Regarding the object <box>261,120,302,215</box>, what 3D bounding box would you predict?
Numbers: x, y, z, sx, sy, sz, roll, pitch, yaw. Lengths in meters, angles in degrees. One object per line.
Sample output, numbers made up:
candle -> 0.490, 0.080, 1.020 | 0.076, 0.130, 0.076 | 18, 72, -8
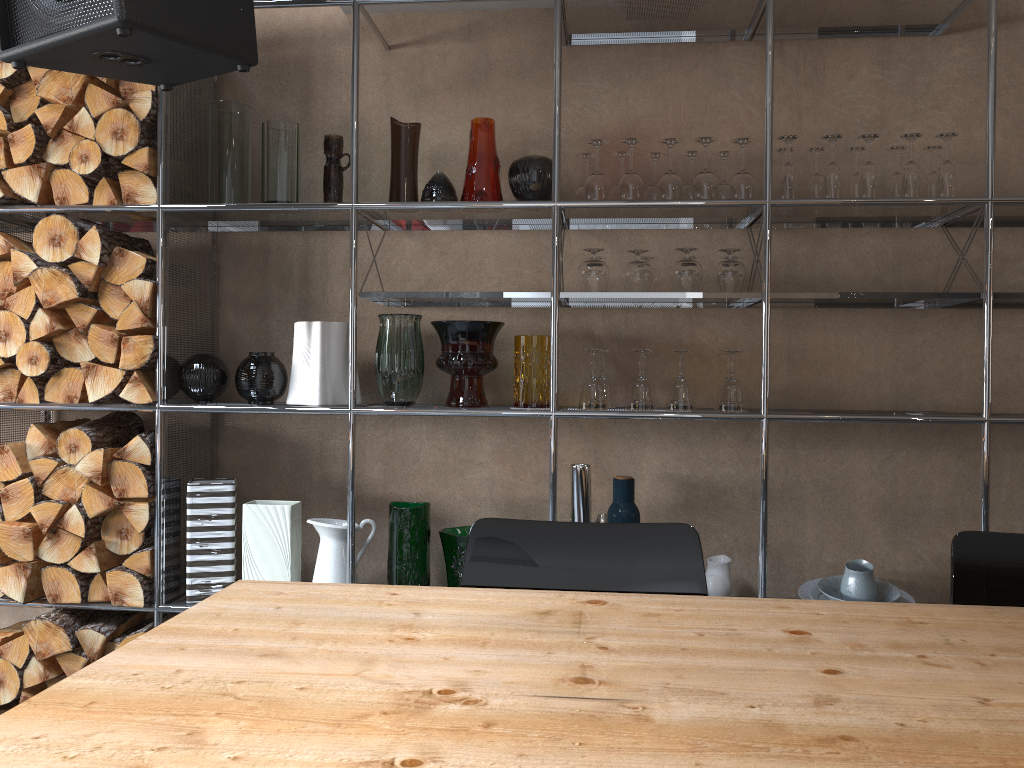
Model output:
object -> -0.677, -0.634, 2.610 | 0.112, 0.253, 0.113 | 1, 1, 6

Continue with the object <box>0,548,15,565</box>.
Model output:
object -> -1.509, 0.472, 2.718 | 0.110, 0.109, 0.321 | 1, 1, 6

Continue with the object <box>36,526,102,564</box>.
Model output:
object -> -1.295, 0.457, 2.679 | 0.147, 0.118, 0.288 | 1, 1, 2

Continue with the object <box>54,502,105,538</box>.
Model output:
object -> -1.240, 0.393, 2.688 | 0.101, 0.110, 0.331 | 1, 1, 8

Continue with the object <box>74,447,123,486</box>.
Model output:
object -> -1.180, 0.235, 2.676 | 0.098, 0.115, 0.362 | 1, 1, 5

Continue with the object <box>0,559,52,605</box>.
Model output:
object -> -1.405, 0.565, 2.702 | 0.154, 0.131, 0.362 | 1, 1, 6

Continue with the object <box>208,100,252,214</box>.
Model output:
object -> -0.836, -0.666, 2.629 | 0.122, 0.313, 0.122 | 1, 1, 26

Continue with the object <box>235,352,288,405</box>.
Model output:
object -> -0.738, -0.017, 2.614 | 0.151, 0.154, 0.151 | 1, 1, 9

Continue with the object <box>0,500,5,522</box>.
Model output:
object -> -1.494, 0.379, 2.713 | 0.107, 0.110, 0.331 | 1, 1, 4

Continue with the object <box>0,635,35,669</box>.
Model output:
object -> -1.420, 0.762, 2.701 | 0.128, 0.107, 0.329 | 1, 1, 6

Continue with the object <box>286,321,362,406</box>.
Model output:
object -> -0.550, -0.059, 2.608 | 0.165, 0.241, 0.175 | 1, 1, 41

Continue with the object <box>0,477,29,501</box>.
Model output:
object -> -1.512, 0.325, 2.722 | 0.097, 0.120, 0.308 | 1, 1, 1

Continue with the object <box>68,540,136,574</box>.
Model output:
object -> -1.208, 0.496, 2.685 | 0.103, 0.098, 0.330 | 1, 1, 3

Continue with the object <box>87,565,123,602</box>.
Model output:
object -> -1.168, 0.586, 2.695 | 0.087, 0.095, 0.303 | 1, 1, 6

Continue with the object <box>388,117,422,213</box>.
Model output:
object -> -0.313, -0.637, 2.570 | 0.092, 0.268, 0.092 | 1, 1, 28

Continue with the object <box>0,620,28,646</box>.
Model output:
object -> -1.508, 0.789, 2.711 | 0.111, 0.121, 0.309 | 1, 1, 5

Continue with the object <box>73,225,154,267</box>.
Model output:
object -> -1.192, -0.394, 2.652 | 0.107, 0.121, 0.289 | 1, 1, 7

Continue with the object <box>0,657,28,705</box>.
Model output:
object -> -1.459, 0.853, 2.686 | 0.143, 0.143, 0.286 | 1, 1, 5

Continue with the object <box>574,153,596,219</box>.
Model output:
object -> 0.221, -0.589, 2.649 | 0.071, 0.184, 0.070 | 0, 1, -18

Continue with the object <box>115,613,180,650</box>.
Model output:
object -> -1.068, 0.746, 2.673 | 0.105, 0.105, 0.331 | 1, 1, 2

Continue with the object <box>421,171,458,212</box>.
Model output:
object -> -0.209, -0.557, 2.559 | 0.109, 0.109, 0.108 | 1, 1, 32

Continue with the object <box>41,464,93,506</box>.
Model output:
object -> -1.267, 0.292, 2.715 | 0.164, 0.128, 0.321 | 1, 1, 5

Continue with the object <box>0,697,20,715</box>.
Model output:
object -> -1.494, 1.001, 2.733 | 0.126, 0.112, 0.287 | 1, 1, 5

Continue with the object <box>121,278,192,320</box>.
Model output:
object -> -1.061, -0.252, 2.665 | 0.097, 0.120, 0.308 | 1, 1, 1

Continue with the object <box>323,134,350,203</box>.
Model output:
object -> -0.512, -0.613, 2.581 | 0.077, 0.215, 0.058 | 1, 1, 32

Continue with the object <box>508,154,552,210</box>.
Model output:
object -> 0.063, -0.573, 2.527 | 0.149, 0.149, 0.148 | 0, 1, -41

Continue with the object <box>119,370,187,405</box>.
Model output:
object -> -1.055, 0.004, 2.674 | 0.107, 0.105, 0.330 | 1, 1, 3

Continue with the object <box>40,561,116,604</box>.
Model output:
object -> -1.280, 0.571, 2.684 | 0.135, 0.114, 0.299 | 1, 1, 4

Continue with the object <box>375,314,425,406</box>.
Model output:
object -> -0.326, -0.068, 2.575 | 0.142, 0.264, 0.144 | 1, 1, 36

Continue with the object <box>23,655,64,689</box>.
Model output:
object -> -1.333, 0.821, 2.700 | 0.101, 0.110, 0.331 | 1, 1, 8

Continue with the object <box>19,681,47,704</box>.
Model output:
object -> -1.367, 0.923, 2.705 | 0.103, 0.098, 0.330 | 1, 1, 3

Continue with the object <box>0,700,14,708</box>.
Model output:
object -> -1.516, 0.932, 2.710 | 0.095, 0.088, 0.303 | 1, 1, 4

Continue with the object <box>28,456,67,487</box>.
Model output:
object -> -1.343, 0.255, 2.711 | 0.098, 0.090, 0.303 | 1, 1, 5

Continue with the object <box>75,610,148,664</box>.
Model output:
object -> -1.197, 0.743, 2.680 | 0.099, 0.131, 0.309 | 1, 1, 2

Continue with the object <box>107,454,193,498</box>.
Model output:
object -> -1.079, 0.267, 2.661 | 0.135, 0.114, 0.299 | 1, 1, 4

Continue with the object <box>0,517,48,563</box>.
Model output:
object -> -1.409, 0.442, 2.703 | 0.115, 0.131, 0.374 | 1, 1, 1

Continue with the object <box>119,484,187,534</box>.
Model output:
object -> -1.065, 0.365, 2.676 | 0.111, 0.121, 0.309 | 1, 1, 5

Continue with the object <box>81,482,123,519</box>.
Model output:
object -> -1.151, 0.336, 2.686 | 0.128, 0.107, 0.329 | 1, 1, 6

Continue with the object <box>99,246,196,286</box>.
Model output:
object -> -1.095, -0.338, 2.684 | 0.151, 0.119, 0.299 | 1, 1, 8

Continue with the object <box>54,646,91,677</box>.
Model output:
object -> -1.253, 0.809, 2.692 | 0.107, 0.098, 0.330 | 1, 1, 2

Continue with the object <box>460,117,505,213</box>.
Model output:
object -> -0.084, -0.627, 2.545 | 0.127, 0.255, 0.126 | 0, 1, -41

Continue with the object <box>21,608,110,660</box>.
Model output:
object -> -1.304, 0.721, 2.671 | 0.164, 0.128, 0.321 | 1, 1, 5

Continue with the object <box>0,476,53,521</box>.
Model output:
object -> -1.416, 0.323, 2.692 | 0.112, 0.153, 0.290 | 1, 1, 3

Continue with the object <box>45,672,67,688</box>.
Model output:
object -> -1.279, 0.886, 2.710 | 0.147, 0.118, 0.288 | 1, 1, 2

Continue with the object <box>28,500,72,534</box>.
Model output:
object -> -1.321, 0.379, 2.681 | 0.107, 0.098, 0.330 | 1, 1, 2

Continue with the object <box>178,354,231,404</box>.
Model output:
object -> -0.913, -0.015, 2.632 | 0.148, 0.146, 0.150 | 0, 1, -15

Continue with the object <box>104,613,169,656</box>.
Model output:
object -> -1.103, 0.799, 2.691 | 0.109, 0.135, 0.288 | 1, 1, 10

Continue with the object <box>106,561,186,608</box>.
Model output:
object -> -1.083, 0.577, 2.658 | 0.126, 0.112, 0.287 | 1, 1, 5

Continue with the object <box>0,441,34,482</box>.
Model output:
object -> -1.456, 0.227, 2.699 | 0.151, 0.119, 0.299 | 1, 1, 8

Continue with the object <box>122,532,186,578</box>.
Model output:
object -> -1.059, 0.508, 2.680 | 0.095, 0.088, 0.303 | 1, 1, 4

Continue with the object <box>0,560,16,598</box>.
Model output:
object -> -1.502, 0.573, 2.742 | 0.103, 0.110, 0.312 | 1, 1, 2

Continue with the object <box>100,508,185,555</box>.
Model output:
object -> -1.114, 0.428, 2.703 | 0.143, 0.143, 0.286 | 1, 1, 5
